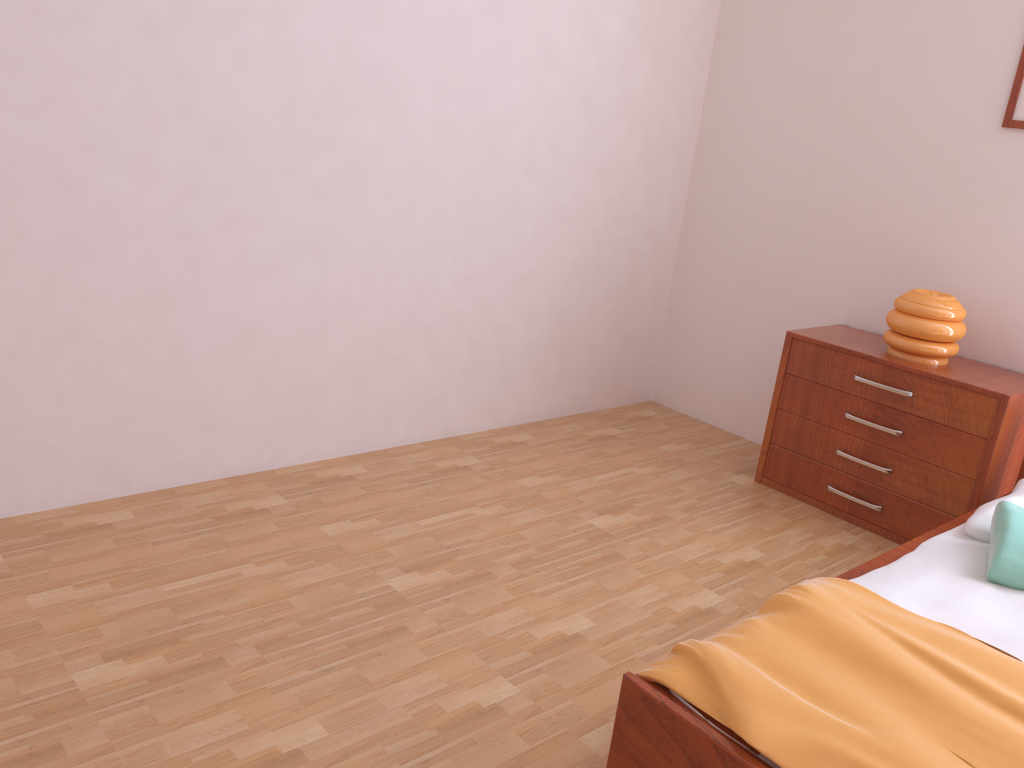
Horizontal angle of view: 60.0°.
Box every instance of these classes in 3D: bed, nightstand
[{"bbox_3d":[1.464,0.689,1.781,1.990,0.560,1.632,-8,22,-41],"label":"bed"},{"bbox_3d":[1.416,0.195,3.300,0.428,0.626,0.815,-8,22,-41],"label":"nightstand"}]

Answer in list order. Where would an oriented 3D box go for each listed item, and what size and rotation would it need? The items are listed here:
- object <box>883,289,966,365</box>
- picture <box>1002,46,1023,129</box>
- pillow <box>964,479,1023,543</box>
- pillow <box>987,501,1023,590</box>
[{"bbox_3d":[1.474,-0.207,3.165,0.264,0.244,0.264,-1,19,-25],"label":"object"},{"bbox_3d":[1.963,-1.051,2.811,0.030,0.517,0.645,-8,22,-41],"label":"picture"},{"bbox_3d":[1.688,0.459,2.476,0.682,0.157,0.574,21,22,38],"label":"pillow"},{"bbox_3d":[1.435,0.457,2.235,0.425,0.164,0.334,14,18,22],"label":"pillow"}]
